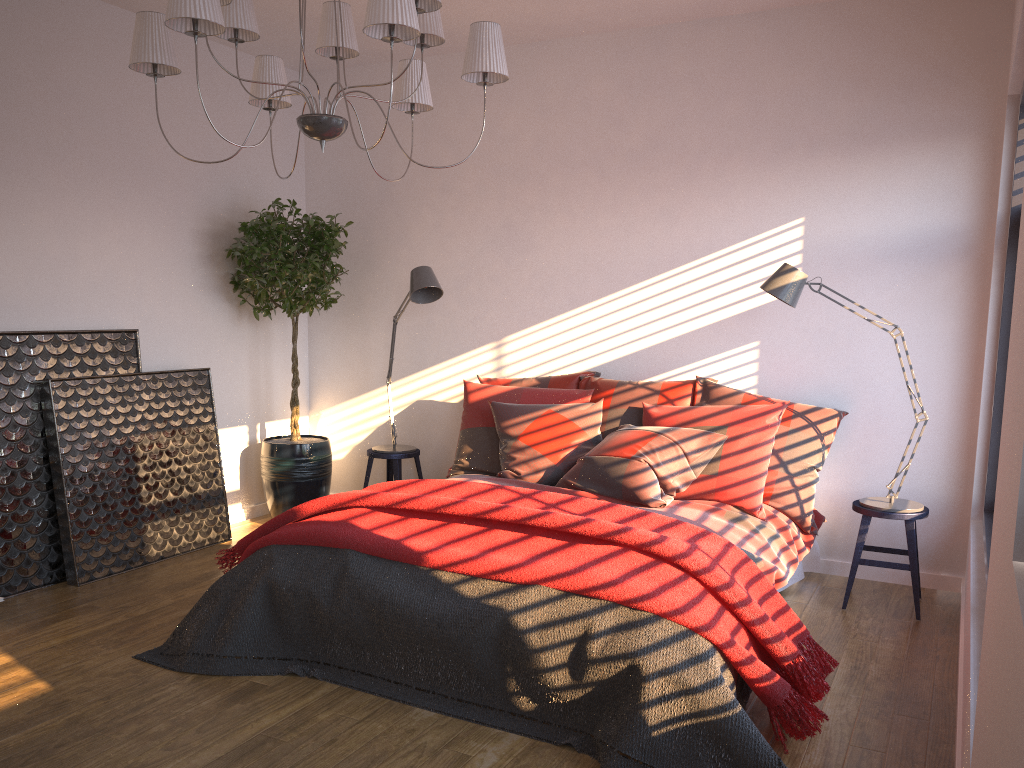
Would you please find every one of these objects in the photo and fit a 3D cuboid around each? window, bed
[{"bbox_3d":[1.714,-0.223,2.856,0.170,1.953,2.624,5,7,27],"label":"window"},{"bbox_3d":[0.235,0.662,4.045,2.033,0.775,2.302,3,6,27],"label":"bed"}]

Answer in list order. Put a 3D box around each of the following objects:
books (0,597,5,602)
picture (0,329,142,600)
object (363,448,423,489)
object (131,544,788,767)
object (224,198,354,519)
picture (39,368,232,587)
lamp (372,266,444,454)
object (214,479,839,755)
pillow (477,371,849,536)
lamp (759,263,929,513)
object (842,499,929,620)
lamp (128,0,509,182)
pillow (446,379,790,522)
[{"bbox_3d":[-2.382,0.962,3.798,0.257,0.051,0.269,3,5,23],"label":"books"},{"bbox_3d":[-2.319,0.370,4.324,0.172,1.261,1.242,5,8,27],"label":"picture"},{"bbox_3d":[-0.750,0.658,5.626,0.337,0.484,0.340,4,8,27],"label":"object"},{"bbox_3d":[-0.128,0.816,3.345,2.502,0.572,1.116,3,6,27],"label":"object"},{"bbox_3d":[-1.398,-0.113,5.492,0.811,2.034,0.797,5,9,30],"label":"object"},{"bbox_3d":[-1.973,0.453,4.762,0.209,1.034,1.020,5,8,27],"label":"picture"},{"bbox_3d":[-0.641,-0.124,5.288,0.279,1.135,0.783,-2,8,-22],"label":"lamp"},{"bbox_3d":[-0.095,0.774,3.483,2.640,0.665,0.679,3,7,28],"label":"object"},{"bbox_3d":[0.525,0.334,4.542,2.139,0.739,1.139,3,6,25],"label":"pillow"},{"bbox_3d":[1.551,0.002,4.169,0.787,1.135,0.277,3,8,19],"label":"lamp"},{"bbox_3d":[1.777,0.813,4.207,0.338,0.484,0.340,4,8,25],"label":"object"},{"bbox_3d":[-0.628,-1.271,2.904,1.099,1.086,1.241,4,7,27],"label":"lamp"},{"bbox_3d":[0.470,0.300,4.604,1.811,0.555,0.525,3,7,28],"label":"pillow"}]
